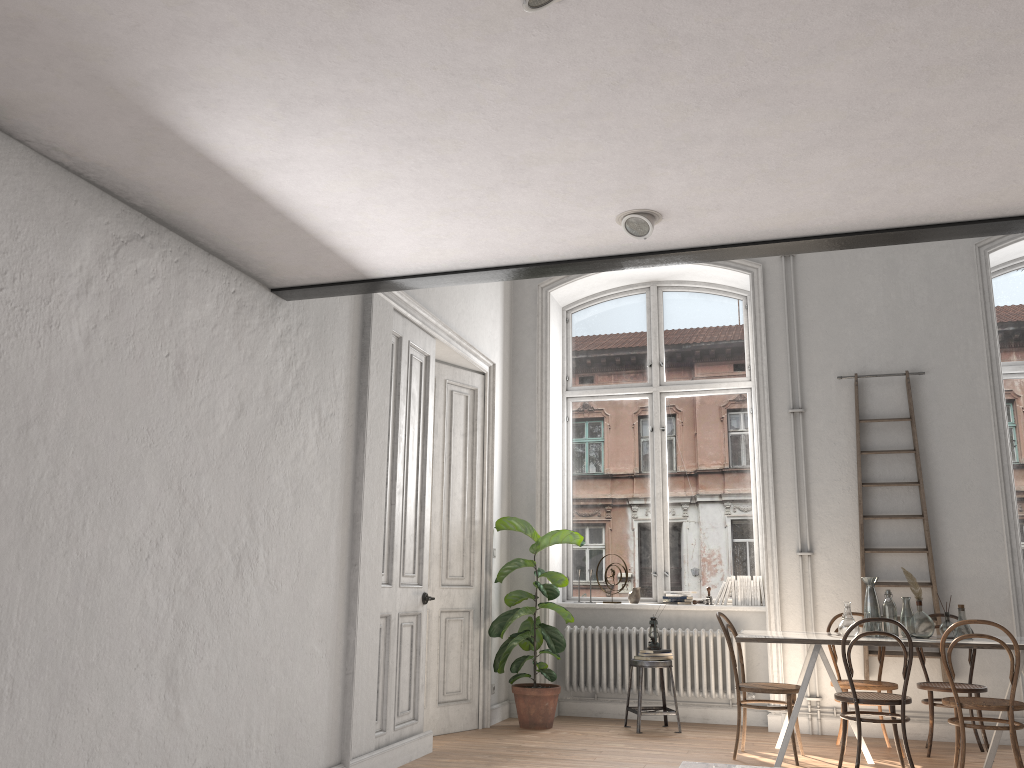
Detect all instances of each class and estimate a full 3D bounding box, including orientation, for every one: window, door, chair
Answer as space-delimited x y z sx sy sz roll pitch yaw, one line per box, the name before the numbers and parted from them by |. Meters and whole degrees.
window | 11.782 -3.617 9.013 14.387 15.906 26.443 -3 -13 17
window | 1.339 0.507 8.132 1.622 2.838 0.013 -3 -13 17
door | -0.579 1.193 6.759 0.216 2.809 1.098 -10 -17 41
chair | 1.097 2.433 6.953 0.364 0.522 0.361 3 -13 -9
door | -0.758 0.929 5.626 0.216 2.809 1.099 -3 -13 18
chair | 2.722 1.829 5.126 0.438 0.919 0.550 -6 -14 27
chair | 1.658 1.995 5.900 0.549 0.919 0.438 -5 -14 25
chair | 2.173 1.869 5.327 0.438 0.919 0.550 -2 -13 12
chair | 3.024 2.061 6.111 0.438 0.919 0.550 -5 -14 23
chair | 2.453 2.075 6.202 0.438 0.919 0.550 -3 -13 15

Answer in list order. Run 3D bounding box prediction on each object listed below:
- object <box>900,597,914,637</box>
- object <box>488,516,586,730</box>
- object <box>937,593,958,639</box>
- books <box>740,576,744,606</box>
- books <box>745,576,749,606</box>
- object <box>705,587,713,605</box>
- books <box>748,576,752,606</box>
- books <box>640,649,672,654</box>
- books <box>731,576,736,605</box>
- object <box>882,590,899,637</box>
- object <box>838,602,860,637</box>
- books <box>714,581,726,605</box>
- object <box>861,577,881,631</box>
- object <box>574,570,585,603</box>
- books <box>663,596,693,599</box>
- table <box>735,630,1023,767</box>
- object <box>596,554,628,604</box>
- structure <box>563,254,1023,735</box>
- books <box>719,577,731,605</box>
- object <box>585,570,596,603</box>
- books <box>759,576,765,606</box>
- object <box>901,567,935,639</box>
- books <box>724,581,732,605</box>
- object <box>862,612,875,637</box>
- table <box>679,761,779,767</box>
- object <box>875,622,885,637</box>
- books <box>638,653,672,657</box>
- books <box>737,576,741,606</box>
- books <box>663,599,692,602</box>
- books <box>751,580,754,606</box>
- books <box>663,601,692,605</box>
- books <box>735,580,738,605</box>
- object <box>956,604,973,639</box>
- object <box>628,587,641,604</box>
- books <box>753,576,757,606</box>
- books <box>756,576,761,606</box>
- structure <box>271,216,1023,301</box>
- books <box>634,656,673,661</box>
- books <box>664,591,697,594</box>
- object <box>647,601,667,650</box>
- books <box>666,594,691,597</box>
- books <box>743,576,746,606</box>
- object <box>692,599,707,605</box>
object | 2.611 1.537 5.855 0.098 0.254 0.101 2 -13 -6
object | 2.551 1.600 6.194 5.828 1.839 0.793 -5 -14 22
object | 2.804 1.493 5.716 0.107 0.283 0.107 -2 -13 12
books | 1.944 1.744 7.485 0.019 0.243 0.175 -3 -13 17
books | 1.989 1.747 7.494 0.024 0.243 0.175 -3 -13 17
object | 1.665 1.789 7.493 0.048 0.152 0.088 4 -13 -13
books | 2.003 1.740 7.467 0.019 0.243 0.175 -3 -13 17
books | 1.140 2.125 7.049 0.221 0.027 0.147 12 -17 -40
books | 1.883 1.753 7.526 0.024 0.243 0.175 -3 -13 17
object | 2.482 1.504 5.825 0.086 0.300 0.086 0 -13 3
object | 2.188 1.531 5.773 0.132 0.219 0.132 -1 -13 6
books | 1.770 1.777 7.537 0.105 0.194 0.155 -3 -13 16
object | 2.421 1.495 5.966 0.116 0.382 0.116 -6 -14 28
object | 0.598 1.802 7.906 0.095 0.288 0.095 12 -17 -40
books | 1.424 1.835 7.611 0.221 0.023 0.147 -8 -15 32
table | 2.597 2.014 5.626 2.200 0.778 1.102 -3 -13 17
object | 0.882 1.711 7.798 0.087 0.424 0.348 11 -16 -39
structure | 2.927 0.491 7.201 5.182 4.466 0.340 -3 -13 17
books | 1.807 1.755 7.526 0.100 0.234 0.175 -3 -13 17
object | 0.693 1.783 7.819 0.095 0.288 0.095 -10 -16 38
books | 2.101 1.735 7.438 0.040 0.244 0.175 -3 -13 17
object | 2.621 1.406 5.709 0.157 0.445 0.157 -8 -15 34
books | 1.831 1.770 7.516 0.072 0.203 0.155 -3 -13 17
object | 2.347 1.582 5.848 0.083 0.157 0.084 -2 -13 12
table | 0.960 1.577 2.973 0.849 0.391 0.850 -3 -14 17
object | 2.377 1.589 5.735 0.058 0.094 0.058 13 -18 -43
books | 1.138 2.146 7.043 0.232 0.029 0.163 3 -13 -12
books | 1.920 1.743 7.483 0.024 0.243 0.175 -3 -13 17
books | 1.422 1.856 7.608 0.205 0.022 0.155 -9 -16 36
books | 2.025 1.758 7.458 0.020 0.205 0.155 -3 -13 17
books | 1.417 1.879 7.609 0.147 0.023 0.221 6 -14 -23
books | 1.902 1.765 7.495 0.020 0.205 0.155 -3 -13 17
object | 2.922 1.538 5.750 0.101 0.211 0.101 9 -15 -33
object | 1.063 1.837 7.709 0.100 0.142 0.102 3 -13 -8
books | 2.053 1.743 7.475 0.024 0.243 0.175 -3 -13 17
books | 2.071 1.737 7.449 0.024 0.243 0.175 -3 -13 17
structure | 1.108 -1.622 1.777 5.928 1.211 4.165 -3 -14 17
books | 1.126 2.172 7.039 0.246 0.034 0.194 9 -15 -32
books | 1.448 1.790 7.623 0.244 0.019 0.175 -6 -15 26
object | 1.162 1.932 7.117 0.163 0.383 0.155 3 -13 -9
books | 1.423 1.812 7.604 0.205 0.020 0.155 -1 -13 7
books | 1.968 1.747 7.496 0.019 0.243 0.175 -3 -13 17
object | 1.599 1.856 7.558 0.153 0.048 0.088 9 -15 -32
